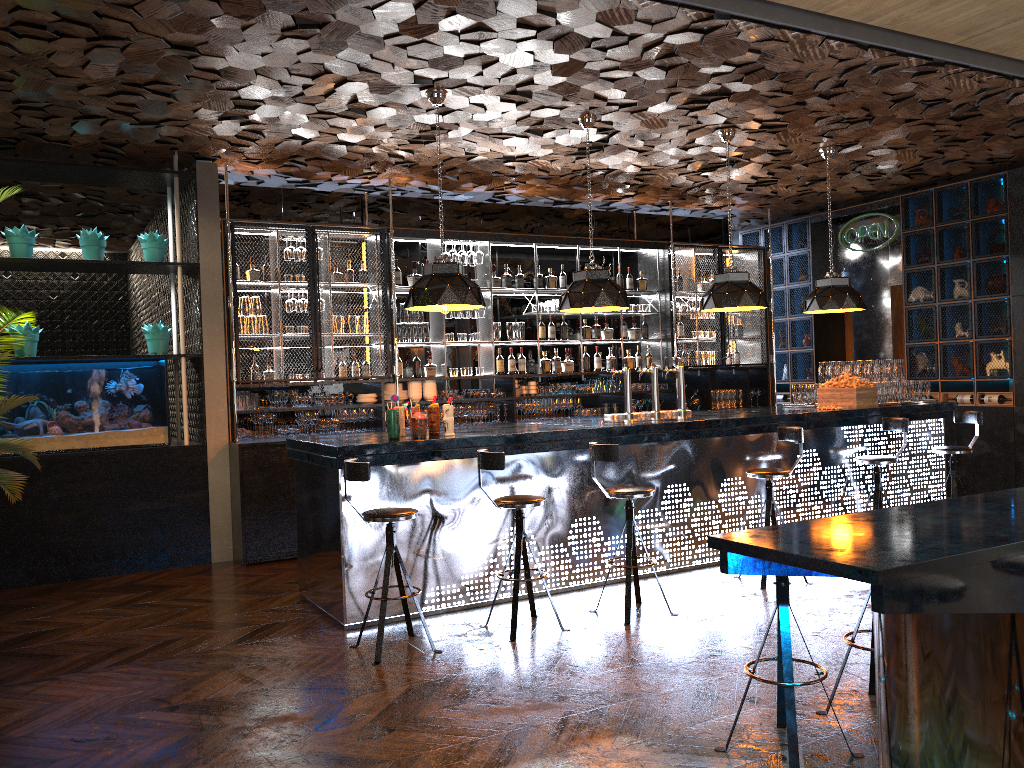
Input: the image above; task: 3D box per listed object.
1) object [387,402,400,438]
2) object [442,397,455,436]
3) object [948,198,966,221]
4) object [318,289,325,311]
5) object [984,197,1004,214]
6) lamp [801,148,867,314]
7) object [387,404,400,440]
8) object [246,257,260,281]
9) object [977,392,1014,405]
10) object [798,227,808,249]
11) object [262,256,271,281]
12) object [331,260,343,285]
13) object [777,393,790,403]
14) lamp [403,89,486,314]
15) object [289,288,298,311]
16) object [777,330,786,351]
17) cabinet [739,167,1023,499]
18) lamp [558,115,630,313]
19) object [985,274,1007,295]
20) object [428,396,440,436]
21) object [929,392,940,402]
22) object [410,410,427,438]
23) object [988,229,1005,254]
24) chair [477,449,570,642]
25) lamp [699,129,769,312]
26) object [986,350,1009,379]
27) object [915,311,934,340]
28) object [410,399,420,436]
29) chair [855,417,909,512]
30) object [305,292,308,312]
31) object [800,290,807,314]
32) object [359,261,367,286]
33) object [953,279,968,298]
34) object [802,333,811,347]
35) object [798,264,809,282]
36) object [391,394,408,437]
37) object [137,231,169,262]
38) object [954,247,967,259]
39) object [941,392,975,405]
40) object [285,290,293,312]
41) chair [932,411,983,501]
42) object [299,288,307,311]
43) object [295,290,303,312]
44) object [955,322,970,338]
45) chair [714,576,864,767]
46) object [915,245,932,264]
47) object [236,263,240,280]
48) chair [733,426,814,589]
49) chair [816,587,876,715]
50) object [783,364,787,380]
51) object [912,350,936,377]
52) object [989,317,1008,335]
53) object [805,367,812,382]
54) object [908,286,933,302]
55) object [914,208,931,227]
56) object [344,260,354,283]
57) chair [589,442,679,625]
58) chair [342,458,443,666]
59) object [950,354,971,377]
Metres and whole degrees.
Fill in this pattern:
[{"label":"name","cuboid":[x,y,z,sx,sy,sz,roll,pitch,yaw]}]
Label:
[{"label":"object","cuboid":[-0.811,0.245,6.049,0.078,0.246,0.084,-2,1,-30]},{"label":"object","cuboid":[-0.438,0.223,6.102,0.081,0.264,0.099,-2,0,-8]},{"label":"object","cuboid":[5.013,-1.957,9.908,0.152,0.332,0.289,-2,1,-37]},{"label":"object","cuboid":[-1.862,-0.820,8.644,0.081,0.213,0.081,-2,0,-23]},{"label":"object","cuboid":[5.212,-1.905,9.527,0.138,0.222,0.278,-2,1,-28]},{"label":"lamp","cuboid":[3.086,-1.485,8.576,0.582,1.564,0.607,-2,1,-29]},{"label":"object","cuboid":[-0.789,0.251,5.896,0.086,0.237,0.084,-2,0,-10]},{"label":"object","cuboid":[-2.456,-1.081,8.398,0.108,0.244,0.108,-2,1,-40]},{"label":"object","cuboid":[5.203,0.154,9.487,0.123,0.132,0.396,-2,1,-28]},{"label":"object","cuboid":[3.899,-1.945,11.852,0.116,0.358,0.198,-2,1,-29]},{"label":"object","cuboid":[-2.345,-1.095,8.476,0.075,0.261,0.075,-2,0,20]},{"label":"object","cuboid":[-1.750,-1.104,8.801,0.108,0.244,0.108,-2,1,-40]},{"label":"object","cuboid":[3.738,0.187,12.189,0.123,0.132,0.396,-2,1,-29]},{"label":"lamp","cuboid":[-0.515,-1.311,6.447,0.582,1.606,0.607,-2,1,-29]},{"label":"object","cuboid":[-2.101,-0.810,8.512,0.081,0.213,0.081,-2,0,-23]},{"label":"object","cuboid":[3.806,-0.606,12.240,0.290,0.290,0.097,-2,0,10]},{"label":"cabinet","cuboid":[4.619,-0.462,10.930,0.691,3.514,4.416,-2,1,-29]},{"label":"lamp","cuboid":[0.644,-1.386,7.229,0.582,1.564,0.607,-2,1,-29]},{"label":"object","cuboid":[5.239,-1.054,9.538,0.265,0.239,0.266,-2,1,40]},{"label":"object","cuboid":[-0.546,0.219,6.188,0.080,0.277,0.091,-2,0,3]},{"label":"object","cuboid":[4.792,0.165,10.240,0.122,0.133,0.396,-2,1,-29]},{"label":"object","cuboid":[-0.628,0.267,5.982,0.110,0.191,0.131,-2,0,-17]},{"label":"object","cuboid":[5.230,-1.512,9.526,0.114,0.290,0.249,-2,1,-29]},{"label":"chair","cuboid":[0.029,0.954,5.454,0.476,1.108,0.419,-2,1,-29]},{"label":"lamp","cuboid":[1.922,-1.437,7.798,0.582,1.564,0.607,-2,1,-29]},{"label":"object","cuboid":[5.278,-0.213,9.532,0.164,0.303,0.341,-2,0,-24]},{"label":"object","cuboid":[4.828,-0.670,10.301,0.167,0.356,0.255,-2,0,-24]},{"label":"object","cuboid":[-0.676,0.235,6.247,0.080,0.254,0.091,-2,1,-27]},{"label":"chair","cuboid":[2.949,0.834,7.096,0.476,1.108,0.419,-2,0,-14]},{"label":"object","cuboid":[-2.011,-0.815,8.726,0.081,0.213,0.081,-2,0,-23]},{"label":"object","cuboid":[3.959,-1.078,11.871,0.198,0.358,0.116,-2,1,31]},{"label":"object","cuboid":[-1.502,-1.117,8.937,0.073,0.246,0.072,-2,0,-14]},{"label":"object","cuboid":[5.068,-1.050,9.901,0.253,0.249,0.126,-2,1,31]},{"label":"object","cuboid":[4.035,-0.576,11.888,0.278,0.222,0.138,-2,0,1]},{"label":"object","cuboid":[3.927,-1.476,11.828,0.097,0.290,0.290,-2,1,-30]},{"label":"object","cuboid":[-0.775,0.217,6.163,0.116,0.298,0.105,-2,0,2]},{"label":"object","cuboid":[-3.202,-1.214,7.909,0.265,0.325,0.245,-2,1,-35]},{"label":"object","cuboid":[5.036,-1.446,9.930,0.210,0.168,0.105,-2,1,-29]},{"label":"object","cuboid":[4.995,0.160,9.865,0.122,0.132,0.396,-2,1,-29]},{"label":"object","cuboid":[-2.171,-0.808,8.638,0.081,0.213,0.081,-2,0,-23]},{"label":"chair","cuboid":[3.836,0.797,7.660,0.476,1.108,0.419,-2,0,-19]},{"label":"object","cuboid":[-2.017,-0.813,8.558,0.081,0.213,0.081,-2,0,-23]},{"label":"object","cuboid":[-2.087,-0.812,8.685,0.081,0.213,0.081,-2,0,-23]},{"label":"object","cuboid":[5.056,-0.593,9.941,0.096,0.210,0.183,-2,0,-26]},{"label":"chair","cuboid":[1.096,1.077,3.565,0.419,0.813,0.419,-2,1,-34]},{"label":"object","cuboid":[4.792,-1.479,10.291,0.126,0.249,0.253,-2,1,-29]},{"label":"object","cuboid":[-2.611,-1.085,8.357,0.075,0.260,0.075,-2,0,20]},{"label":"chair","cuboid":[1.907,0.877,6.467,0.476,1.108,0.419,-2,0,-14]},{"label":"chair","cuboid":[1.627,1.055,3.906,0.419,0.813,0.419,-2,1,-34]},{"label":"object","cuboid":[3.832,-0.155,12.280,0.126,0.249,0.253,-2,1,36]},{"label":"object","cuboid":[4.837,-0.228,10.306,0.175,0.351,0.369,-2,0,-24]},{"label":"object","cuboid":[5.249,-0.605,9.557,0.119,0.220,0.212,-3,1,-45]},{"label":"object","cuboid":[4.004,-0.139,11.862,0.107,0.209,0.233,-2,0,-12]},{"label":"object","cuboid":[4.816,-1.030,10.287,0.403,0.221,0.192,-2,1,31]},{"label":"object","cuboid":[4.802,-1.912,10.270,0.253,0.249,0.126,-2,1,31]},{"label":"object","cuboid":[-1.629,-1.111,8.867,0.073,0.246,0.072,-3,1,-44]},{"label":"chair","cuboid":[0.738,0.926,5.709,0.476,1.108,0.419,-2,1,-29]},{"label":"chair","cuboid":[-0.721,0.984,5.116,0.476,1.108,0.419,-2,1,-29]},{"label":"object","cuboid":[5.017,-0.194,9.917,0.208,0.280,0.131,-2,1,43]}]
